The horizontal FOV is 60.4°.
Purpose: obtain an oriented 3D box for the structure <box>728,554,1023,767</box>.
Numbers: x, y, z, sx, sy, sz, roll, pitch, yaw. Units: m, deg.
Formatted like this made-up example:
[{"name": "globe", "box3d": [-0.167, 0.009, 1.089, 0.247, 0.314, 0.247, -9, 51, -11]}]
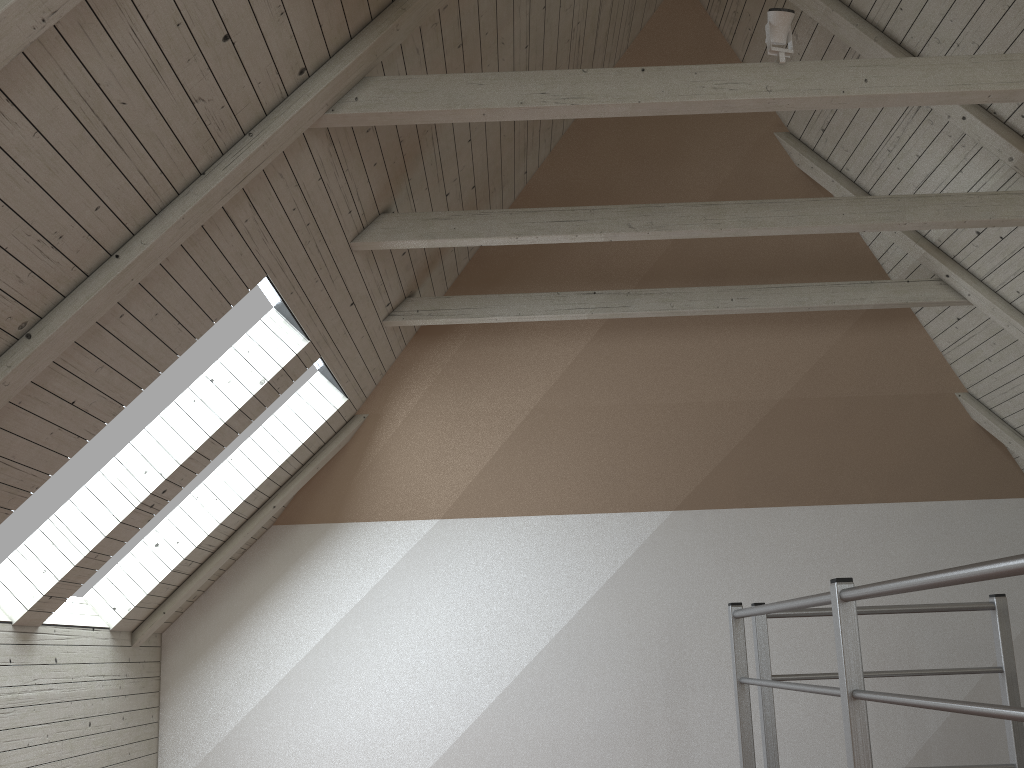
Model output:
[{"name": "structure", "box3d": [1.003, 0.818, 1.504, 0.836, 0.969, 1.685, -2, -15, 0]}]
